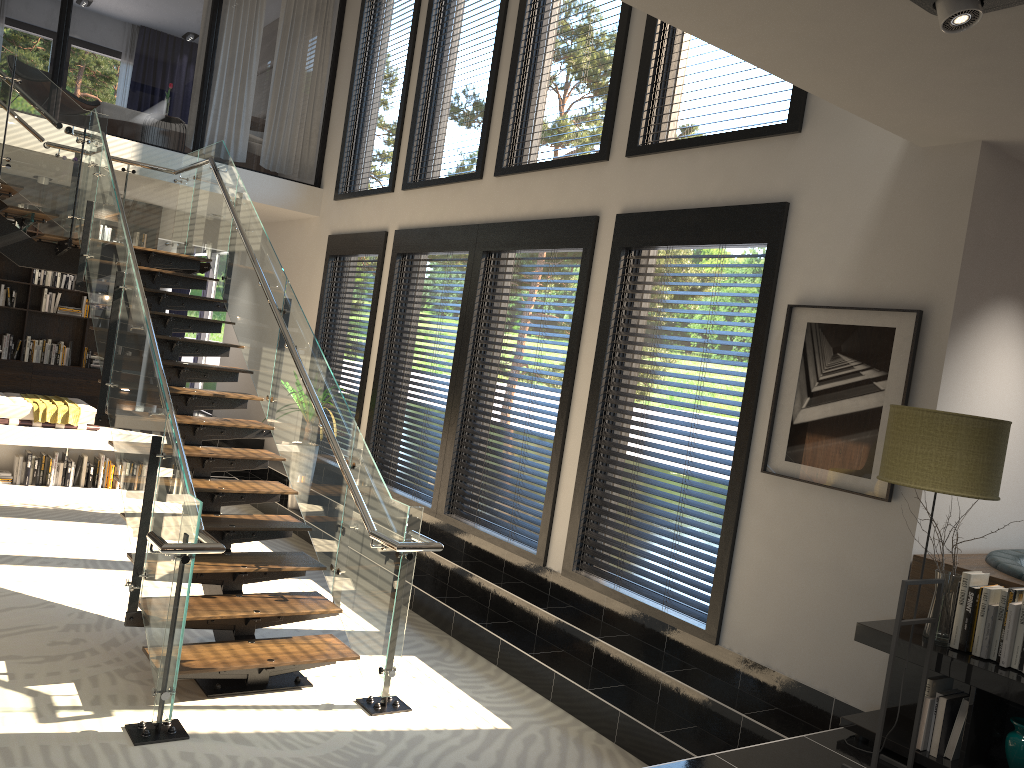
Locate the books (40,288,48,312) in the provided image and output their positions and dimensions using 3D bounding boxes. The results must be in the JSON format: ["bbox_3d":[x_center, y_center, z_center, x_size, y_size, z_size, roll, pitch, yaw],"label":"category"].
[{"bbox_3d":[-5.760,-1.033,10.910,0.031,0.284,0.176,7,3,-36],"label":"books"}]

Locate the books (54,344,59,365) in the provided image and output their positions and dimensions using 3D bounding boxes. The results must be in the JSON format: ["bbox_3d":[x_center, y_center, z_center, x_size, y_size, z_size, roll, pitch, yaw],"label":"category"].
[{"bbox_3d":[-5.689,-0.369,11.045,0.029,0.250,0.142,7,3,-36],"label":"books"}]

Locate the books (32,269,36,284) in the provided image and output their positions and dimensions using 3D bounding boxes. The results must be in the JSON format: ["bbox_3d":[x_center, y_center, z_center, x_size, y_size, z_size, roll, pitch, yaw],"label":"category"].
[{"bbox_3d":[-5.846,-1.337,10.827,0.031,0.228,0.176,7,3,-36],"label":"books"}]

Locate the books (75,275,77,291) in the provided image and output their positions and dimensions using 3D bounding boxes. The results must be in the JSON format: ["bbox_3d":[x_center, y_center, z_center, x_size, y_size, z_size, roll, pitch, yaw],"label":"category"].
[{"bbox_3d":[-5.461,-1.282,11.104,0.024,0.220,0.147,7,3,-36],"label":"books"}]

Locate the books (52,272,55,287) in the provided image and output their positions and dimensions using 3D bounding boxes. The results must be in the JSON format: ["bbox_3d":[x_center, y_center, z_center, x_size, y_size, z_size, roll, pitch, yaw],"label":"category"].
[{"bbox_3d":[-5.673,-1.303,10.951,0.021,0.206,0.147,7,3,-36],"label":"books"}]

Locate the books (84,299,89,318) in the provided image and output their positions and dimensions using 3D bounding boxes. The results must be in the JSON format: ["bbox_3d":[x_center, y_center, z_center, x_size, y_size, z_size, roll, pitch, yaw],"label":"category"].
[{"bbox_3d":[-5.387,-0.958,11.201,0.037,0.232,0.231,7,2,-36],"label":"books"}]

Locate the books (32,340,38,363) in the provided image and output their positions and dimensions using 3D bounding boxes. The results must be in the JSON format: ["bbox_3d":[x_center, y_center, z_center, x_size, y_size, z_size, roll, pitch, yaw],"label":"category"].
[{"bbox_3d":[-5.867,-0.405,10.899,0.030,0.276,0.160,7,3,-36],"label":"books"}]

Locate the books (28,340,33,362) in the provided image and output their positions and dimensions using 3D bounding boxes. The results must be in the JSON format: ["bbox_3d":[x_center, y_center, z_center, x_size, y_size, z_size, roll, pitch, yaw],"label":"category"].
[{"bbox_3d":[-5.916,-0.405,10.874,0.030,0.262,0.172,7,3,-36],"label":"books"}]

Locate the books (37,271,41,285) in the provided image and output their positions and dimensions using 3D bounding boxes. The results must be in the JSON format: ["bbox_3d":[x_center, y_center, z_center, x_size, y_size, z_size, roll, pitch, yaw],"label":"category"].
[{"bbox_3d":[-5.801,-1.298,10.862,0.027,0.162,0.125,7,3,-36],"label":"books"}]

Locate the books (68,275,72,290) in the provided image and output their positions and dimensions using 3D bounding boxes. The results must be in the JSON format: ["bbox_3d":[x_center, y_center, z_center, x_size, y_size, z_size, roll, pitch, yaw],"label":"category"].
[{"bbox_3d":[-5.518,-1.268,11.045,0.027,0.179,0.163,7,2,-36],"label":"books"}]

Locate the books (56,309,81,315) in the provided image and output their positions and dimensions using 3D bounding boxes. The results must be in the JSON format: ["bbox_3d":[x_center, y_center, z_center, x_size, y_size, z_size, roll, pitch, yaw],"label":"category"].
[{"bbox_3d":[-5.547,-0.900,11.080,0.275,0.025,0.156,7,2,-40],"label":"books"}]

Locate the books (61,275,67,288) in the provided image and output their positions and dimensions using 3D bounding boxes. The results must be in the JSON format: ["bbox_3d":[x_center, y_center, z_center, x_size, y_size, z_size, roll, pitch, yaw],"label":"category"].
[{"bbox_3d":[-5.583,-1.273,11.017,0.047,0.171,0.167,7,2,-36],"label":"books"}]

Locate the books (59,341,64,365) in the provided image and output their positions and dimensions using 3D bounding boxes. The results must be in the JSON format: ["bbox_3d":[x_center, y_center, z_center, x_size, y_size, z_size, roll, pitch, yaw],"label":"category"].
[{"bbox_3d":[-5.642,-0.385,11.075,0.025,0.294,0.177,7,3,-36],"label":"books"}]

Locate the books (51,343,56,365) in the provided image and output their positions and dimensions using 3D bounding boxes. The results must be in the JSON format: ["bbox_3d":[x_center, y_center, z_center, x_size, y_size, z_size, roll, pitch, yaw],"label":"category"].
[{"bbox_3d":[-5.713,-0.374,11.025,0.034,0.255,0.194,7,3,-36],"label":"books"}]

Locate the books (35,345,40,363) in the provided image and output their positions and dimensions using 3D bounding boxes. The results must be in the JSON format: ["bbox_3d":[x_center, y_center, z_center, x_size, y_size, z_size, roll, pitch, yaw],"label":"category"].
[{"bbox_3d":[-5.856,-0.373,10.926,0.025,0.215,0.170,7,3,-36],"label":"books"}]

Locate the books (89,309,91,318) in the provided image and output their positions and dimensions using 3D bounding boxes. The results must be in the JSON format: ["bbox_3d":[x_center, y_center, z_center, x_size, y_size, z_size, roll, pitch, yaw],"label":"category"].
[{"bbox_3d":[-5.342,-0.954,11.228,0.025,0.232,0.156,7,3,-36],"label":"books"}]

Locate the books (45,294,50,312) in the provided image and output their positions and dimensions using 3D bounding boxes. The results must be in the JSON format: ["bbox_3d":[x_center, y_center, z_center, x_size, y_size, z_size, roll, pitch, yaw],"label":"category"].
[{"bbox_3d":[-5.723,-0.994,10.898,0.024,0.218,0.195,7,2,-36],"label":"books"}]

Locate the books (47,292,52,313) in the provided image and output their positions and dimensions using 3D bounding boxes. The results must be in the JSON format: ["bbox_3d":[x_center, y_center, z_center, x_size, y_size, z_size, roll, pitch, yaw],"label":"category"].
[{"bbox_3d":[-5.718,-1.008,10.938,0.030,0.245,0.166,7,3,-36],"label":"books"}]

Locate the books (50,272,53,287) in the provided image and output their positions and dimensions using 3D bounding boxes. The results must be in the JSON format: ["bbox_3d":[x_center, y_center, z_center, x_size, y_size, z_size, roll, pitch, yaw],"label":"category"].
[{"bbox_3d":[-5.693,-1.303,10.940,0.026,0.201,0.146,7,3,-36],"label":"books"}]

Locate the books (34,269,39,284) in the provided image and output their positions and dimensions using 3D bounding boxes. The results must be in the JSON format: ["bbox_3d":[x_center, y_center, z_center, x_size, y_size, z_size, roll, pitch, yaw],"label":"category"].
[{"bbox_3d":[-5.816,-1.355,10.843,0.031,0.272,0.158,7,3,-36],"label":"books"}]

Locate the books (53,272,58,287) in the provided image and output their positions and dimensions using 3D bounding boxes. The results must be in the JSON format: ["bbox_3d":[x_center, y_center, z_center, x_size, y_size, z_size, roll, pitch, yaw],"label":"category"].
[{"bbox_3d":[-5.642,-1.318,10.954,0.030,0.244,0.142,7,3,-36],"label":"books"}]

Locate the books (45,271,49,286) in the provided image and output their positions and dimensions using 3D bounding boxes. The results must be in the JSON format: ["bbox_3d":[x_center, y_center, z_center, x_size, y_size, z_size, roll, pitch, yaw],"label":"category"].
[{"bbox_3d":[-5.725,-1.326,10.895,0.027,0.239,0.153,7,3,-36],"label":"books"}]

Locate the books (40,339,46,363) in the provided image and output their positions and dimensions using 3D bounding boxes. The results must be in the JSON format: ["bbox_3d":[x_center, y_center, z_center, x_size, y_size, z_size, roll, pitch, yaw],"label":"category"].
[{"bbox_3d":[-5.807,-0.409,10.967,0.032,0.298,0.169,7,3,-36],"label":"books"}]

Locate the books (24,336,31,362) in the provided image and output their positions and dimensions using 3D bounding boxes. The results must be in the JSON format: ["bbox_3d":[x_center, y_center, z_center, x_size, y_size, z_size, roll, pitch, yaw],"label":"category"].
[{"bbox_3d":[-5.933,-0.432,10.846,0.035,0.312,0.160,7,3,-36],"label":"books"}]

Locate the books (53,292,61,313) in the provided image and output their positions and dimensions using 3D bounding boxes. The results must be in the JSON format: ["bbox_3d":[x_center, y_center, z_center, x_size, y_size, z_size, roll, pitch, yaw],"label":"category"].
[{"bbox_3d":[-5.652,-1.008,10.993,0.067,0.261,0.159,7,3,-36],"label":"books"}]

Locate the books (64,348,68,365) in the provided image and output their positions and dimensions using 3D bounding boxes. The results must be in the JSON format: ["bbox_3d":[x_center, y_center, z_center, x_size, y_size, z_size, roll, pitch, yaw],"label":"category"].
[{"bbox_3d":[-5.609,-0.344,11.114,0.026,0.221,0.144,7,3,-36],"label":"books"}]

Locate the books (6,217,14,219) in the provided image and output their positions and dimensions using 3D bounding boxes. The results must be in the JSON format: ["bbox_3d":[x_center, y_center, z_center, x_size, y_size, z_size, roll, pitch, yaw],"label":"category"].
[{"bbox_3d":[-6.086,-2.006,10.567,0.285,0.031,0.176,7,2,-36],"label":"books"}]

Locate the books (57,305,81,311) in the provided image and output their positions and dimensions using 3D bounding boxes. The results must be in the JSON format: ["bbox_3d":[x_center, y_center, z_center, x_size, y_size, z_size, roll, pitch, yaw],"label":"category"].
[{"bbox_3d":[-5.541,-0.949,11.079,0.274,0.025,0.156,8,2,-32],"label":"books"}]

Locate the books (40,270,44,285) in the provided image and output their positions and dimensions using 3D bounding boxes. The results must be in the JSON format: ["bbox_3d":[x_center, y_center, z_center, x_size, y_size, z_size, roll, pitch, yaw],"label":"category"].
[{"bbox_3d":[-5.770,-1.311,10.865,0.024,0.198,0.174,7,2,-36],"label":"books"}]

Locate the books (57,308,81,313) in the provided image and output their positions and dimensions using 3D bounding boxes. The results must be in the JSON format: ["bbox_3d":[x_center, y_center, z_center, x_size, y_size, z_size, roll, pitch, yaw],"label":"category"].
[{"bbox_3d":[-5.541,-0.925,11.076,0.261,0.024,0.167,7,2,-39],"label":"books"}]

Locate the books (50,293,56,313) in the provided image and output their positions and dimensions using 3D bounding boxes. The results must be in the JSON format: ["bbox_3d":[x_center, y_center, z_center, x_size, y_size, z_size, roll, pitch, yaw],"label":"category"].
[{"bbox_3d":[-5.677,-1.001,10.937,0.036,0.244,0.193,7,3,-36],"label":"books"}]

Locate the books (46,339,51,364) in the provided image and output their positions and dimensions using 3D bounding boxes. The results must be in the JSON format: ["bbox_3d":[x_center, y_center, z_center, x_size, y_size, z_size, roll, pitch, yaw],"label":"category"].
[{"bbox_3d":[-5.758,-0.406,10.995,0.032,0.306,0.155,7,3,-36],"label":"books"}]

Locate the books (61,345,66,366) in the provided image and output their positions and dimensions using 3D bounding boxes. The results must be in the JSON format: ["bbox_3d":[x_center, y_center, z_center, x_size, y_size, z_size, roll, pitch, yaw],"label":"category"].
[{"bbox_3d":[-5.617,-0.359,11.081,0.028,0.250,0.161,7,3,-36],"label":"books"}]

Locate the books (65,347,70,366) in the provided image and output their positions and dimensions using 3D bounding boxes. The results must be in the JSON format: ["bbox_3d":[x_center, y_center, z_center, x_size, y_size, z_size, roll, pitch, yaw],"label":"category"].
[{"bbox_3d":[-5.587,-0.344,11.128,0.026,0.227,0.129,7,3,-36],"label":"books"}]

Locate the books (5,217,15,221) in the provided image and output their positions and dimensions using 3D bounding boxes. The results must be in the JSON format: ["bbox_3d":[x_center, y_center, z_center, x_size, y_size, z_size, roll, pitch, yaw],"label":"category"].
[{"bbox_3d":[-6.097,-1.980,10.578,0.270,0.025,0.156,7,2,-36],"label":"books"}]

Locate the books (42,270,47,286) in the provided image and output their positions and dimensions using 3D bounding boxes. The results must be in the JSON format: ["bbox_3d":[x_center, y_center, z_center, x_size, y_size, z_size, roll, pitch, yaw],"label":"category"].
[{"bbox_3d":[-5.743,-1.322,10.873,0.027,0.228,0.207,7,2,-36],"label":"books"}]

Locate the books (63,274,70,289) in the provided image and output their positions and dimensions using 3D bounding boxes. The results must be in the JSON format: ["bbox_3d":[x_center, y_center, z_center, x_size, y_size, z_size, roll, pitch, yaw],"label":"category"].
[{"bbox_3d":[-5.539,-1.314,11.031,0.032,0.265,0.148,7,3,-36],"label":"books"}]

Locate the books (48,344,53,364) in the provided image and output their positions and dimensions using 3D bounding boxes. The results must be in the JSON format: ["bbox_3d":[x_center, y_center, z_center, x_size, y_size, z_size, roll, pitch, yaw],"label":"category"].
[{"bbox_3d":[-5.733,-0.373,11.002,0.023,0.246,0.148,7,3,-36],"label":"books"}]

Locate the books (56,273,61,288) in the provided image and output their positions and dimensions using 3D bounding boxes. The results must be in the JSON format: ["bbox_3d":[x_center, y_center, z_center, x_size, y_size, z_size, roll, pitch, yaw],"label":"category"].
[{"bbox_3d":[-5.613,-1.307,10.962,0.028,0.231,0.166,7,3,-36],"label":"books"}]

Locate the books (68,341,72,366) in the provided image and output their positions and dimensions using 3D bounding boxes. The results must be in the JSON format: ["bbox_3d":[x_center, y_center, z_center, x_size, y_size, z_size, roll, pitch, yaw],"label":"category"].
[{"bbox_3d":[-5.568,-0.382,11.149,0.022,0.307,0.131,7,3,-36],"label":"books"}]

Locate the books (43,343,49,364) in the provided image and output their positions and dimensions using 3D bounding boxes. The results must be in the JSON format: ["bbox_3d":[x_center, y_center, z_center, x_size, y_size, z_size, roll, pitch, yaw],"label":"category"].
[{"bbox_3d":[-5.773,-0.382,10.964,0.025,0.255,0.201,7,3,-36],"label":"books"}]

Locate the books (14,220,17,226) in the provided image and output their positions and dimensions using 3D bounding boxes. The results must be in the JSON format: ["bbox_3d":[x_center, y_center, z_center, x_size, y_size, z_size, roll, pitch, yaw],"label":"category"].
[{"bbox_3d":[-5.939,-2.012,10.648,0.031,0.284,0.176,7,3,-36],"label":"books"}]

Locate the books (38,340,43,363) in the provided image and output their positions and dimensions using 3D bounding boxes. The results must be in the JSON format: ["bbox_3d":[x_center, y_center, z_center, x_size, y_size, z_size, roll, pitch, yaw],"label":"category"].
[{"bbox_3d":[-5.834,-0.404,10.950,0.031,0.280,0.141,7,3,-36],"label":"books"}]

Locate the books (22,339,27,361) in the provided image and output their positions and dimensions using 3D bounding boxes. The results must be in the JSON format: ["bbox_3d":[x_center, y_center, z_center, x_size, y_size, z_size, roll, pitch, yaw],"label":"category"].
[{"bbox_3d":[-5.981,-0.415,10.857,0.026,0.263,0.156,7,3,-36],"label":"books"}]

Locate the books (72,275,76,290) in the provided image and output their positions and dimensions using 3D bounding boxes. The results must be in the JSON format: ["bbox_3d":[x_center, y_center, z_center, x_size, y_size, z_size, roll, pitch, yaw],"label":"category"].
[{"bbox_3d":[-5.495,-1.281,11.104,0.030,0.208,0.119,7,3,-36],"label":"books"}]

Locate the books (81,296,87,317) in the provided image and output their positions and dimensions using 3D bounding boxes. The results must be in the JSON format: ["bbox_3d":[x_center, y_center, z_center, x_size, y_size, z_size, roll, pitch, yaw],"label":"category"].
[{"bbox_3d":[-5.404,-0.976,11.174,0.026,0.263,0.156,7,3,-36],"label":"books"}]

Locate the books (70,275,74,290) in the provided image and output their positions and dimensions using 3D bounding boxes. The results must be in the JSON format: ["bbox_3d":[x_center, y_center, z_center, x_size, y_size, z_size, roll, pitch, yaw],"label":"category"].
[{"bbox_3d":[-5.503,-1.271,11.067,0.024,0.187,0.148,7,3,-36],"label":"books"}]

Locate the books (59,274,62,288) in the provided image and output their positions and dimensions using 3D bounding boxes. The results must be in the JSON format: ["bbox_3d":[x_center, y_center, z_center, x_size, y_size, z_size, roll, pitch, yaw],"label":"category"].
[{"bbox_3d":[-5.609,-1.279,10.995,0.021,0.176,0.161,7,2,-36],"label":"books"}]

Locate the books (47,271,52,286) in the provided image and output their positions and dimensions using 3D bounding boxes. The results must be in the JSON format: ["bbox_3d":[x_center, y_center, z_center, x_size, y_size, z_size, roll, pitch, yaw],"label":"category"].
[{"bbox_3d":[-5.699,-1.332,10.906,0.028,0.258,0.208,7,3,-36],"label":"books"}]

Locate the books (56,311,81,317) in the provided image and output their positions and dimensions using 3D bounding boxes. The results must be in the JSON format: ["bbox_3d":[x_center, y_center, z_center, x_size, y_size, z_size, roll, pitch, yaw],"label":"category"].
[{"bbox_3d":[-5.552,-0.876,11.082,0.274,0.025,0.156,7,2,-39],"label":"books"}]

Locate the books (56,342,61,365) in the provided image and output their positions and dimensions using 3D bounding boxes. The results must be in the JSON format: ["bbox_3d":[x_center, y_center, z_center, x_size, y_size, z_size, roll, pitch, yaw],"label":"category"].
[{"bbox_3d":[-5.661,-0.380,11.055,0.028,0.280,0.154,7,3,-36],"label":"books"}]

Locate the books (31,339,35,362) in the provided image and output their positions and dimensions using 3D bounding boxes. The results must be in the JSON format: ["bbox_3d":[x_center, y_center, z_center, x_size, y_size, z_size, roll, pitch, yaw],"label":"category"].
[{"bbox_3d":[-5.904,-0.410,10.904,0.025,0.275,0.150,7,3,-36],"label":"books"}]
